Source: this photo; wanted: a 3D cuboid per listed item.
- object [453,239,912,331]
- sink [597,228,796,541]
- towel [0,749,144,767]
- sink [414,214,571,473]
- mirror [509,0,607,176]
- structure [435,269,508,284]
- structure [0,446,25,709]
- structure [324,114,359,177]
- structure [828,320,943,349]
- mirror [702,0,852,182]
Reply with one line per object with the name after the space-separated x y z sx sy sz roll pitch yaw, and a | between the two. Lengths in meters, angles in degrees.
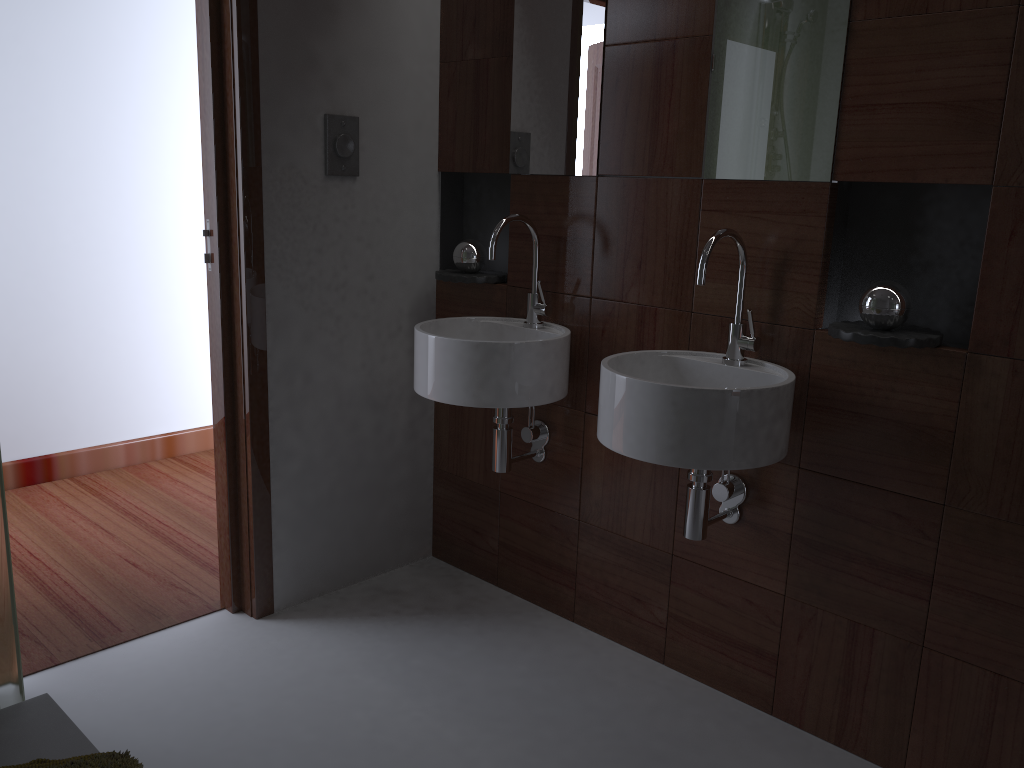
0.321 -0.272 2.247 1.350 0.104 0.104 14 17 42 | object
0.401 0.021 1.947 0.415 0.715 0.417 14 17 42 | sink
-0.409 0.746 0.956 0.890 0.452 0.349 12 16 37 | towel
-0.052 -0.092 2.373 0.415 0.715 0.417 14 17 42 | sink
0.120 -0.879 2.343 0.316 0.635 0.010 14 17 42 | mirror
-0.123 -0.328 2.693 0.222 0.023 0.220 3 13 4 | structure
-1.348 -0.082 1.129 0.765 2.079 1.015 14 17 42 | structure
-0.469 -0.660 2.459 0.028 0.164 0.109 14 17 42 | structure
0.776 -0.105 1.849 0.220 0.023 0.222 10 15 33 | structure
0.574 -0.766 1.917 0.316 0.635 0.010 14 17 42 | mirror
